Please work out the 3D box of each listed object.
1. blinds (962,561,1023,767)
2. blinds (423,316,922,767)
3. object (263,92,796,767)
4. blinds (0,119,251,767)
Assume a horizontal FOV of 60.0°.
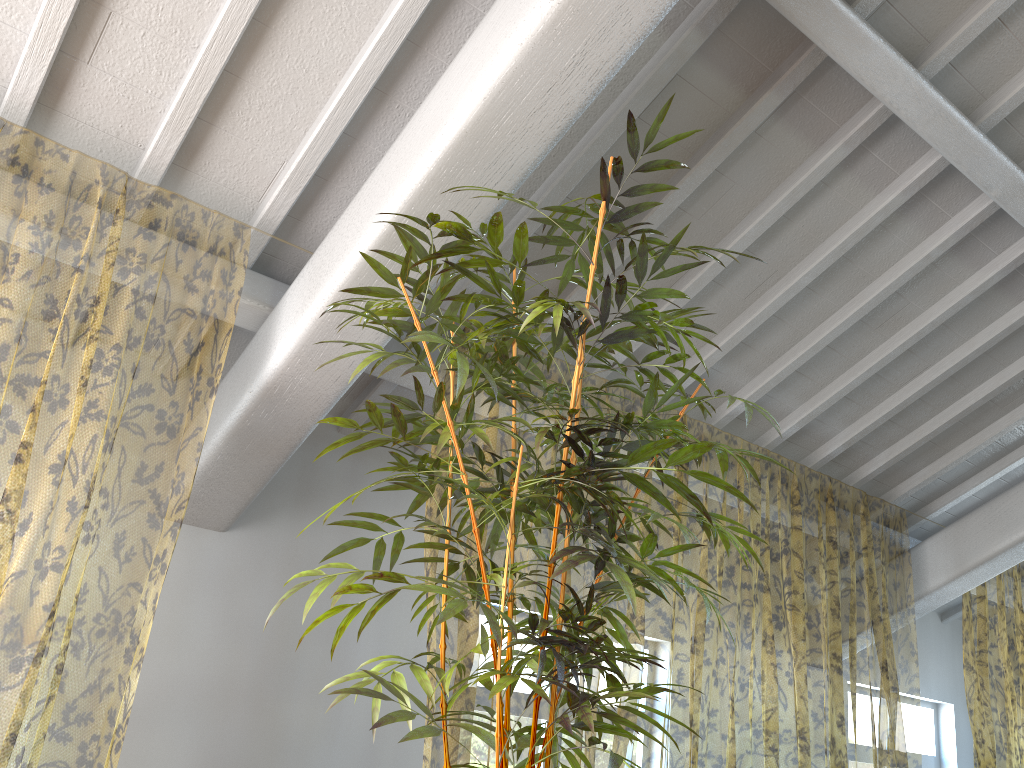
[{"bbox_3d":[3.868,2.598,6.173,2.780,2.546,0.306,22,-25,-33],"label":"blinds"},{"bbox_3d":[0.938,1.433,4.107,3.505,2.546,0.306,22,-25,-33],"label":"blinds"},{"bbox_3d":[0.088,0.590,2.095,1.399,2.473,1.177,11,-21,-10],"label":"object"},{"bbox_3d":[-2.412,0.102,1.750,3.505,2.546,0.306,22,-25,-33],"label":"blinds"}]
